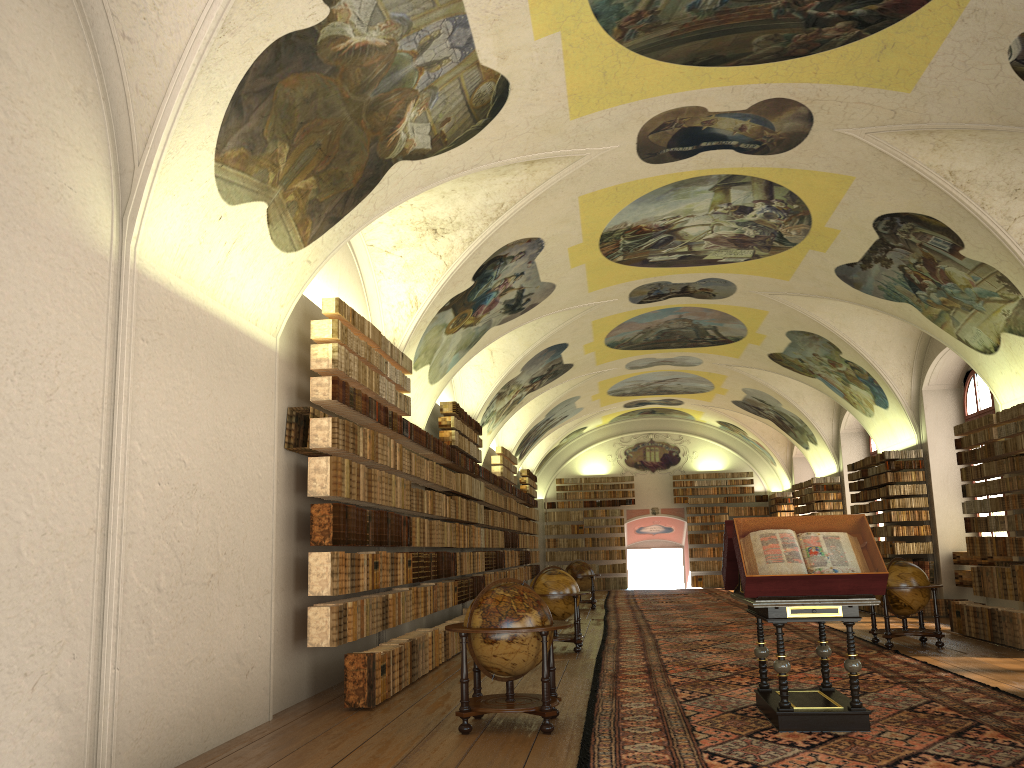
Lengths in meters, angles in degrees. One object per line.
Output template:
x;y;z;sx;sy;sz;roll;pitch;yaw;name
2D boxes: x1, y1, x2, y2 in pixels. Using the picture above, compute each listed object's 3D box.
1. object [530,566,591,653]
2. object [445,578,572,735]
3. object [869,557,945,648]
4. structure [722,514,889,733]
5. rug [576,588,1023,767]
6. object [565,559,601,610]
0.740;3.913;15.486;1.281;1.444;1.281;-11;-14;43;object
-0.030;2.687;8.917;1.280;1.444;1.282;5;-12;-31;object
6.542;3.637;14.850;1.280;1.444;1.282;5;-12;-31;object
2.856;2.321;8.808;1.245;1.974;1.898;-3;-10;6;structure
4.177;5.064;18.417;4.704;0.064;37.028;-3;-11;6;rug
1.990;5.916;26.211;1.281;1.444;1.281;7;-13;-40;object
